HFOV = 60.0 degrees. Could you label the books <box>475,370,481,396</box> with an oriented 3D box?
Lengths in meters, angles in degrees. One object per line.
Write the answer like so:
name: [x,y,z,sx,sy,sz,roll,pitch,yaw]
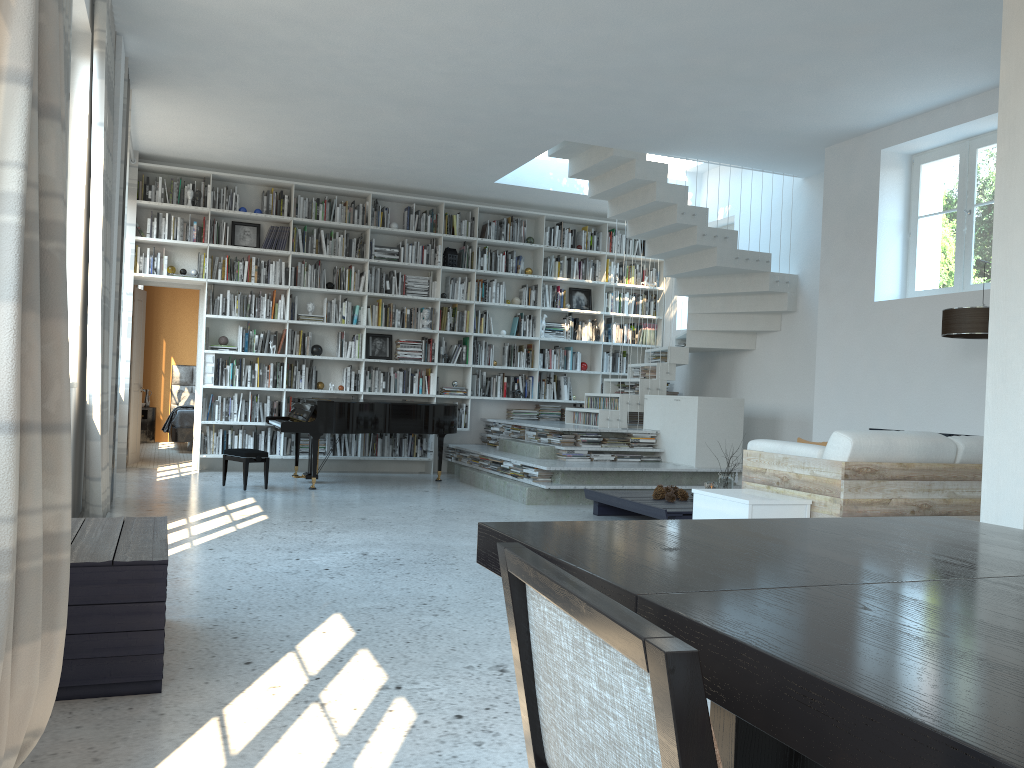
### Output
books: [-0.414,-0.010,10.493,0.010,0.316,0.186,2,0,-21]

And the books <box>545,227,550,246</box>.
books: [0.409,-1.776,10.792,0.025,0.250,0.178,2,0,-21]

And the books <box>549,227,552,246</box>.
books: [0.434,-1.770,10.797,0.026,0.242,0.184,2,0,-21]

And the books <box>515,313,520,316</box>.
books: [0.069,-0.708,10.703,0.016,0.290,0.135,2,0,-21]

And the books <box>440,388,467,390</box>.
books: [-0.686,0.056,10.350,0.285,0.012,0.159,3,-1,-17]

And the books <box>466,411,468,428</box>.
books: [-0.553,0.411,10.379,0.012,0.206,0.160,2,0,-21]

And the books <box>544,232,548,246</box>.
books: [0.390,-1.743,10.773,0.022,0.182,0.189,2,0,-21]

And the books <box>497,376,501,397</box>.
books: [-0.185,0.033,10.592,0.025,0.252,0.181,2,0,-21]

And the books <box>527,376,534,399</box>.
books: [0.222,0.042,10.754,0.025,0.272,0.171,2,0,-21]

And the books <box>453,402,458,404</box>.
books: [-0.674,0.358,10.330,0.032,0.300,0.149,2,0,-21]

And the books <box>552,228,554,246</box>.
books: [0.473,-1.772,10.840,0.027,0.249,0.140,2,0,-21]

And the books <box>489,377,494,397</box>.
books: [-0.263,0.038,10.580,0.029,0.234,0.142,2,0,-21]

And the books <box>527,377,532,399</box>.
books: [0.198,0.048,10.745,0.026,0.258,0.156,2,0,-21]

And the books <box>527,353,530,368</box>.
books: [0.175,-0.281,10.714,0.016,0.180,0.189,2,0,-21]

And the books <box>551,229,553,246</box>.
books: [0.455,-1.764,10.814,0.024,0.231,0.168,2,0,-21]

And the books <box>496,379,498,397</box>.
books: [-0.209,0.047,10.601,0.012,0.221,0.153,2,0,-21]

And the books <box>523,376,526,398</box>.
books: [0.126,0.042,10.728,0.021,0.265,0.150,2,0,-21]

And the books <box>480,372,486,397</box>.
books: [-0.360,0.003,10.514,0.030,0.294,0.188,2,0,-21]

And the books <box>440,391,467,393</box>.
books: [-0.686,0.092,10.348,0.285,0.012,0.159,3,-1,-18]

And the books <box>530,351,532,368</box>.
books: [0.197,-0.292,10.742,0.013,0.204,0.158,2,0,-21]

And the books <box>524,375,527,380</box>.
books: [0.149,0.034,10.752,0.012,0.282,0.143,2,0,-21]

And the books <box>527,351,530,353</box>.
books: [0.180,-0.293,10.745,0.016,0.205,0.141,2,0,-21]

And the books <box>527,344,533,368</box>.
books: [0.211,-0.337,10.738,0.007,0.295,0.162,2,0,-21]

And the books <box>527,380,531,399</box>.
books: [0.176,0.062,10.730,0.025,0.228,0.175,2,0,-21]

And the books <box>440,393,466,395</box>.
books: [-0.689,0.116,10.352,0.285,0.012,0.159,3,-1,-16]

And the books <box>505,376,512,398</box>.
books: [-0.046,0.034,10.651,0.026,0.262,0.173,2,0,-21]

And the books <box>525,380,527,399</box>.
books: [0.145,0.065,10.723,0.013,0.220,0.168,2,0,-21]

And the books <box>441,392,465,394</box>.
books: [-0.688,0.104,10.350,0.254,0.012,0.161,3,-1,-15]

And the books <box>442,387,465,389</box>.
books: [-0.683,0.044,10.343,0.254,0.012,0.161,3,-1,-12]

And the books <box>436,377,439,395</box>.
books: [-0.888,0.020,10.338,0.030,0.210,0.136,2,0,-21]

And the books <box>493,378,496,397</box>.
books: [-0.237,0.042,10.586,0.024,0.228,0.159,2,0,-21]

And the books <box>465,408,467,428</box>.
books: [-0.559,0.397,10.363,0.013,0.233,0.149,2,0,-21]

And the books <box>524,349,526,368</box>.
books: [0.121,-0.308,10.706,0.018,0.229,0.181,2,0,-21]

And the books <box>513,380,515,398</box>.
books: [-0.004,0.062,10.677,0.022,0.211,0.135,2,0,-21]

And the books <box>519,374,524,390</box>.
books: [0.111,0.026,10.721,0.013,0.294,0.134,2,0,-21]

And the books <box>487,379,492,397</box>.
books: [-0.279,0.046,10.564,0.011,0.217,0.175,2,0,-21]

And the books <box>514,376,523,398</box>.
books: [0.075,0.038,10.698,0.070,0.266,0.186,2,0,-21]

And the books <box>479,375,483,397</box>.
books: [-0.386,0.021,10.505,0.023,0.256,0.178,2,0,-21]

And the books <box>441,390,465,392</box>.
books: [-0.687,0.080,10.352,0.254,0.012,0.161,3,-1,-16]

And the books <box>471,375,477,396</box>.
books: [-0.454,0.019,10.498,0.012,0.254,0.161,2,0,-21]

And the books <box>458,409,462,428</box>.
books: [-0.627,0.398,10.321,0.026,0.225,0.175,2,0,-21]

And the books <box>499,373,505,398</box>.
books: [-0.131,0.015,10.609,0.012,0.293,0.175,2,0,-21]

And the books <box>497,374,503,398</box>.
books: [-0.151,0.018,10.625,0.012,0.285,0.159,2,0,-21]

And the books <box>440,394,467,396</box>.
books: [-0.688,0.128,10.348,0.285,0.012,0.159,3,-1,-18]

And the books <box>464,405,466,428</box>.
books: [-0.576,0.377,10.371,0.015,0.271,0.157,2,0,-21]

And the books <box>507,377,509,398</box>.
books: [-0.074,0.043,10.658,0.021,0.242,0.131,2,0,-21]

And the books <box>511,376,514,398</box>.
books: [-0.025,0.035,10.667,0.026,0.263,0.169,2,0,-21]

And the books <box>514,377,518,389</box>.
books: [0.037,0.045,10.689,0.012,0.249,0.164,2,0,-21]

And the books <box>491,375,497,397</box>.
books: [-0.218,0.023,10.591,0.014,0.268,0.171,2,0,-21]

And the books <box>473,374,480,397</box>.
books: [-0.430,0.016,10.486,0.023,0.262,0.186,2,0,-21]

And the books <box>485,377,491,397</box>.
books: [-0.314,0.037,10.549,0.065,0.231,0.162,2,0,-21]

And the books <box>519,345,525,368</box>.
books: [0.111,-0.331,10.703,0.006,0.274,0.173,2,0,-21]

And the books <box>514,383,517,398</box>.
books: [0.019,0.078,10.680,0.025,0.181,0.169,2,0,-21]

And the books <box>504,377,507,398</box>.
books: [-0.113,0.040,10.620,0.031,0.244,0.184,2,0,-21]

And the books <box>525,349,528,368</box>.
books: [0.149,-0.308,10.731,0.021,0.232,0.155,2,0,-21]

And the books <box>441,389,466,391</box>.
books: [-0.684,0.068,10.341,0.254,0.012,0.161,3,-1,-21]

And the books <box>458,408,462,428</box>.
books: [-0.616,0.398,10.343,0.012,0.225,0.149,2,0,-21]

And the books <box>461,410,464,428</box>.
books: [-0.599,0.405,10.331,0.011,0.212,0.178,2,0,-21]

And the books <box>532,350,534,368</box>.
books: [0.232,-0.300,10.771,0.009,0.223,0.146,2,0,-21]

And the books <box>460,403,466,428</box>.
books: [-0.585,0.370,10.344,0.021,0.285,0.172,2,0,-21]
